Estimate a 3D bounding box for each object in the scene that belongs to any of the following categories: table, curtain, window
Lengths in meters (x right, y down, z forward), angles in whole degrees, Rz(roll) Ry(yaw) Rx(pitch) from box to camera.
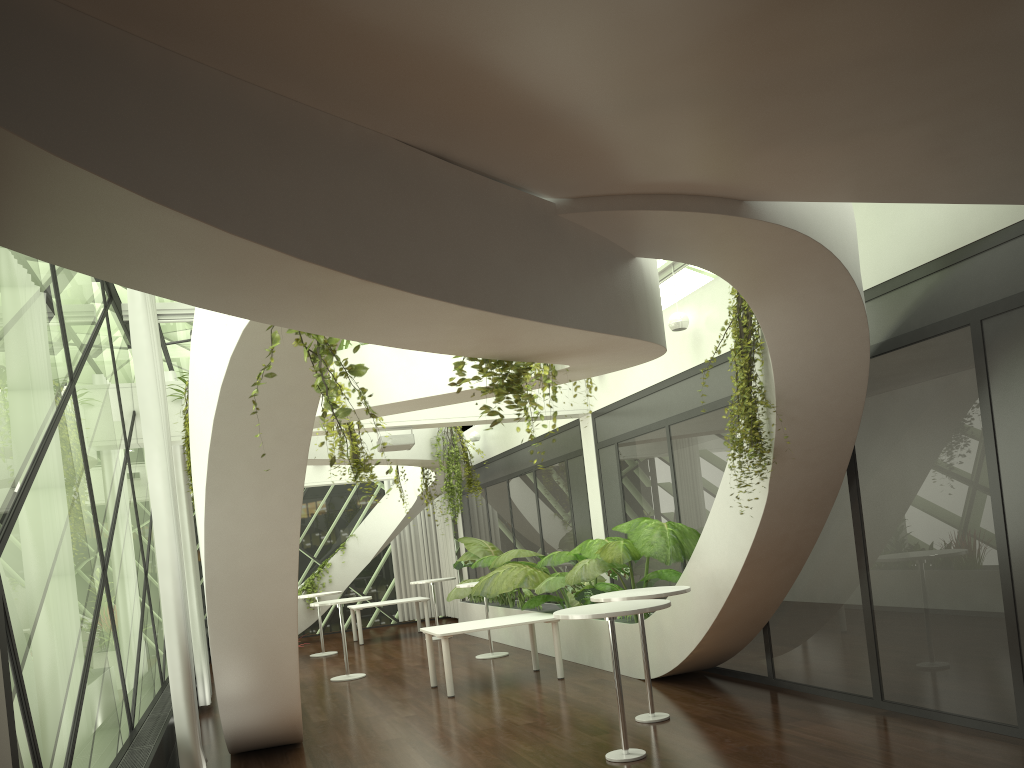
[{"bbox_3d":[0.787,2.169,6.379,0.851,1.091,0.869,-4,-5,-33],"label":"table"},{"bbox_3d":[-3.407,4.298,15.646,0.861,1.091,0.859,-8,-5,17],"label":"table"},{"bbox_3d":[-2.415,4.678,17.329,1.494,0.714,1.085,-4,-8,-18],"label":"table"},{"bbox_3d":[-1.518,3.243,19.813,0.159,4.070,1.009,-6,-1,-20],"label":"curtain"},{"bbox_3d":[-4.565,1.862,11.197,0.084,4.600,17.044,-6,-9,-19],"label":"window"},{"bbox_3d":[-2.764,1.138,7.032,0.208,4.159,1.097,-6,-1,-18],"label":"curtain"},{"bbox_3d":[2.335,1.277,8.408,0.050,3.215,7.215,-6,-8,-19],"label":"window"},{"bbox_3d":[-2.331,3.567,12.234,0.861,1.091,0.859,-8,-5,17],"label":"table"},{"bbox_3d":[-2.139,-0.554,12.098,5.665,0.055,17.011,-3,-11,-18],"label":"window"},{"bbox_3d":[1.162,2.332,7.525,0.851,1.091,0.869,-4,-5,-33],"label":"table"},{"bbox_3d":[-0.224,3.188,10.379,1.494,0.714,1.085,-4,-8,-18],"label":"table"},{"bbox_3d":[-0.335,3.458,12.873,0.861,1.091,0.859,-8,-5,17],"label":"table"},{"bbox_3d":[0.076,2.814,15.575,0.050,3.215,7.306,-6,-8,-19],"label":"window"},{"bbox_3d":[-1.411,4.190,16.286,0.861,1.091,0.859,-8,-5,17],"label":"table"},{"bbox_3d":[-4.100,1.969,11.087,0.159,4.070,1.055,-6,-1,-20],"label":"curtain"},{"bbox_3d":[-4.359,3.419,19.998,5.714,4.623,0.038,-4,-1,-18],"label":"window"},{"bbox_3d":[-2.255,3.434,20.418,1.224,4.071,0.161,-6,-1,-19],"label":"curtain"}]

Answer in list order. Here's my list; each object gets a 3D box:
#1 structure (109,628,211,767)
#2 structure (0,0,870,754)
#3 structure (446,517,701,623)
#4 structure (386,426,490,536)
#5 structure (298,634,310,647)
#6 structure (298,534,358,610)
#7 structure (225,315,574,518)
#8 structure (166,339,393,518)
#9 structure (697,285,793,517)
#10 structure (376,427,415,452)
[{"bbox_3d":[-4.396,4.032,11.876,0.257,0.499,15.398,-5,-10,-18],"label":"structure"},{"bbox_3d":[-0.486,1.406,7.578,5.899,4.186,24.764,-5,-10,-13],"label":"structure"},{"bbox_3d":[0.058,2.930,12.413,1.774,1.701,9.056,-4,-10,-19],"label":"structure"},{"bbox_3d":[-1.312,1.592,15.004,1.454,2.062,1.631,-9,-5,36],"label":"structure"},{"bbox_3d":[-2.930,2.559,10.160,0.850,1.586,3.384,-5,-8,-19],"label":"structure"},{"bbox_3d":[-4.688,3.829,16.711,2.042,1.656,4.810,-8,-9,13],"label":"structure"},{"bbox_3d":[-0.351,-0.069,5.334,1.244,1.845,3.206,-9,-8,37],"label":"structure"},{"bbox_3d":[-1.897,0.528,9.103,4.687,2.303,1.441,-12,-6,35],"label":"structure"},{"bbox_3d":[1.827,-0.061,6.532,0.614,2.106,1.074,-6,-3,-6],"label":"structure"},{"bbox_3d":[-1.497,0.709,11.197,0.460,0.274,0.394,-4,-7,-18],"label":"structure"}]
